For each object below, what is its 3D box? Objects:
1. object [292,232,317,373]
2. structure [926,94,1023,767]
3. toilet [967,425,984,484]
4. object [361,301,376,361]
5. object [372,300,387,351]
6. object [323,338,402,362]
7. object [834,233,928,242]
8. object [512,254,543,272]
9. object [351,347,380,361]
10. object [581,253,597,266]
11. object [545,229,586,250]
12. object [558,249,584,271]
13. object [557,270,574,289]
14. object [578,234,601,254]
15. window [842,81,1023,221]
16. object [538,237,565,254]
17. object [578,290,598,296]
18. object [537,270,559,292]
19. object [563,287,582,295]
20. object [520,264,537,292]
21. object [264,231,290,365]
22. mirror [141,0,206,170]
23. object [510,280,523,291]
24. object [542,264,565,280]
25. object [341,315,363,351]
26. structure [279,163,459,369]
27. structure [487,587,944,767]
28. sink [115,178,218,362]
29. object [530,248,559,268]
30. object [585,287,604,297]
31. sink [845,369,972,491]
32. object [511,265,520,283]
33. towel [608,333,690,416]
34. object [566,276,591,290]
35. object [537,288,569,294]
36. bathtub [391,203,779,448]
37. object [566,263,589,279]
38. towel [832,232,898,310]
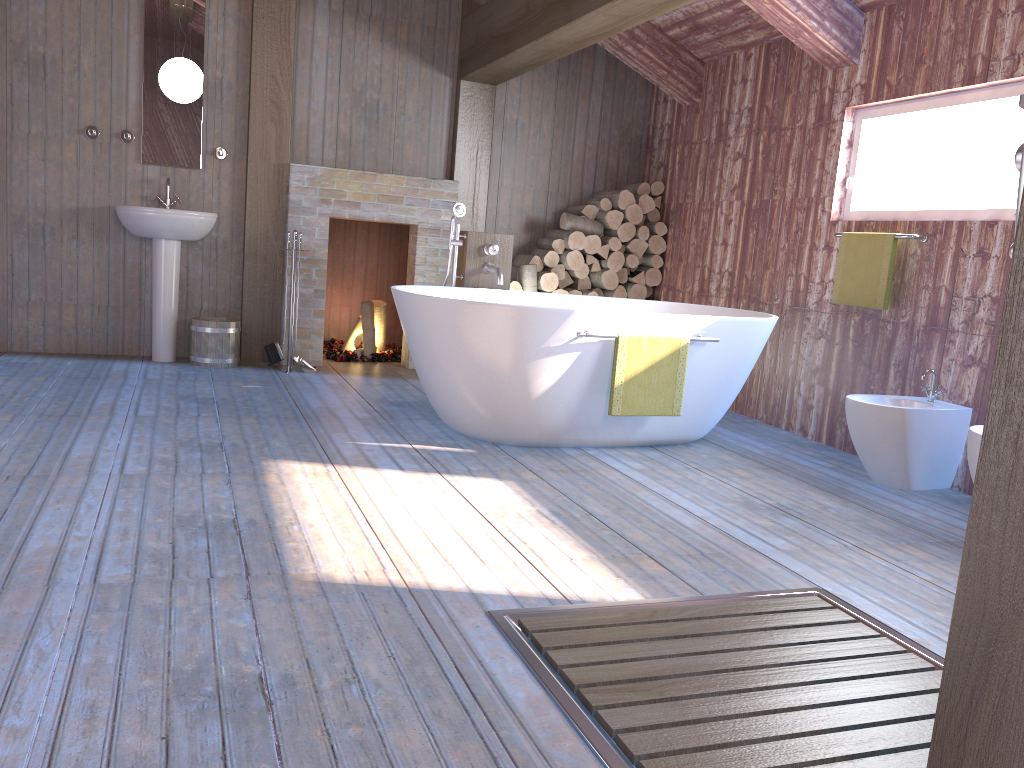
[{"bbox_3d":[-1.335,-0.520,5.616,0.206,0.871,0.126,8,9,22],"label":"object"},{"bbox_3d":[0.870,-0.324,1.227,0.328,2.209,0.522,5,9,0],"label":"structure"},{"bbox_3d":[1.834,0.378,3.101,0.534,0.400,0.375,2,9,-20],"label":"toilet"},{"bbox_3d":[-1.041,-0.382,6.434,0.098,0.434,0.283,1,9,-22],"label":"object"},{"bbox_3d":[-1.018,-0.404,6.685,0.140,0.459,0.266,4,9,-3],"label":"object"},{"bbox_3d":[-1.155,-0.261,6.759,0.829,0.085,0.935,-2,11,-38],"label":"object"},{"bbox_3d":[1.770,-0.720,4.321,0.091,0.043,0.581,2,9,-20],"label":"object"},{"bbox_3d":[0.110,-0.856,6.270,0.114,0.113,0.301,1,9,-23],"label":"object"},{"bbox_3d":[-1.064,-0.222,6.464,0.085,0.084,0.278,9,10,26],"label":"object"},{"bbox_3d":[0.516,-0.897,6.367,0.088,0.092,0.280,2,9,-20],"label":"object"},{"bbox_3d":[0.377,-1.024,6.297,0.135,0.145,0.439,2,9,-20],"label":"object"},{"bbox_3d":[0.356,-0.889,6.308,0.141,0.143,0.437,1,9,-22],"label":"object"},{"bbox_3d":[0.330,-0.765,6.428,0.128,0.150,0.323,2,9,-20],"label":"object"},{"bbox_3d":[0.483,-1.008,6.339,0.138,0.147,0.440,2,9,-20],"label":"object"},{"bbox_3d":[2.003,-1.043,4.106,0.054,0.587,1.255,2,9,-20],"label":"window"},{"bbox_3d":[0.281,-0.981,6.274,0.106,0.112,0.282,2,9,-20],"label":"object"},{"bbox_3d":[0.488,-0.636,6.405,0.098,0.100,0.437,1,9,-22],"label":"object"},{"bbox_3d":[0.183,-0.740,6.274,0.138,0.147,0.440,2,9,-20],"label":"object"},{"bbox_3d":[0.390,-0.636,6.373,0.114,0.120,0.303,2,9,-20],"label":"object"},{"bbox_3d":[0.116,-0.673,6.076,0.147,0.298,0.109,2,9,-18],"label":"object"},{"bbox_3d":[-1.476,-0.538,5.574,0.136,0.846,0.062,-2,11,-39],"label":"object"},{"bbox_3d":[-2.088,-1.956,5.478,0.350,1.199,0.009,1,9,-21],"label":"mirror"},{"bbox_3d":[-0.066,-0.667,6.206,0.139,0.137,0.455,1,9,-22],"label":"object"},{"bbox_3d":[0.269,-0.804,6.304,0.111,0.113,0.301,1,9,-21],"label":"object"},{"bbox_3d":[-1.153,-0.356,6.576,0.221,0.306,0.121,6,9,7],"label":"object"},{"bbox_3d":[-0.977,-0.761,6.033,1.130,1.330,0.226,1,9,-21],"label":"structure"},{"bbox_3d":[0.574,0.680,1.891,1.000,0.067,1.000,1,9,-21],"label":"structure"},{"bbox_3d":[-2.134,-0.694,5.469,0.582,1.143,0.475,1,9,-21],"label":"sink"},{"bbox_3d":[0.228,-0.890,6.255,0.115,0.123,0.291,2,9,-19],"label":"object"},{"bbox_3d":[0.560,-0.660,6.535,0.116,0.118,0.289,1,9,-23],"label":"object"},{"bbox_3d":[1.685,0.189,3.859,0.515,0.517,0.335,2,9,-20],"label":"sink"},{"bbox_3d":[0.035,-0.786,6.329,0.108,0.113,0.302,2,9,-20],"label":"object"},{"bbox_3d":[0.604,-0.037,3.894,0.370,0.361,0.032,1,10,-24],"label":"towel"},{"bbox_3d":[0.467,-0.748,6.485,0.104,0.127,0.321,2,9,-20],"label":"object"},{"bbox_3d":[0.252,-0.633,6.336,0.139,0.148,0.458,2,9,-20],"label":"object"},{"bbox_3d":[0.376,-0.297,4.381,1.935,1.109,1.460,5,9,1],"label":"bathtub"},{"bbox_3d":[0.443,-0.823,6.350,0.115,0.123,0.291,2,9,-19],"label":"object"},{"bbox_3d":[1.721,-0.558,4.338,0.032,0.361,0.370,2,9,-20],"label":"towel"}]
